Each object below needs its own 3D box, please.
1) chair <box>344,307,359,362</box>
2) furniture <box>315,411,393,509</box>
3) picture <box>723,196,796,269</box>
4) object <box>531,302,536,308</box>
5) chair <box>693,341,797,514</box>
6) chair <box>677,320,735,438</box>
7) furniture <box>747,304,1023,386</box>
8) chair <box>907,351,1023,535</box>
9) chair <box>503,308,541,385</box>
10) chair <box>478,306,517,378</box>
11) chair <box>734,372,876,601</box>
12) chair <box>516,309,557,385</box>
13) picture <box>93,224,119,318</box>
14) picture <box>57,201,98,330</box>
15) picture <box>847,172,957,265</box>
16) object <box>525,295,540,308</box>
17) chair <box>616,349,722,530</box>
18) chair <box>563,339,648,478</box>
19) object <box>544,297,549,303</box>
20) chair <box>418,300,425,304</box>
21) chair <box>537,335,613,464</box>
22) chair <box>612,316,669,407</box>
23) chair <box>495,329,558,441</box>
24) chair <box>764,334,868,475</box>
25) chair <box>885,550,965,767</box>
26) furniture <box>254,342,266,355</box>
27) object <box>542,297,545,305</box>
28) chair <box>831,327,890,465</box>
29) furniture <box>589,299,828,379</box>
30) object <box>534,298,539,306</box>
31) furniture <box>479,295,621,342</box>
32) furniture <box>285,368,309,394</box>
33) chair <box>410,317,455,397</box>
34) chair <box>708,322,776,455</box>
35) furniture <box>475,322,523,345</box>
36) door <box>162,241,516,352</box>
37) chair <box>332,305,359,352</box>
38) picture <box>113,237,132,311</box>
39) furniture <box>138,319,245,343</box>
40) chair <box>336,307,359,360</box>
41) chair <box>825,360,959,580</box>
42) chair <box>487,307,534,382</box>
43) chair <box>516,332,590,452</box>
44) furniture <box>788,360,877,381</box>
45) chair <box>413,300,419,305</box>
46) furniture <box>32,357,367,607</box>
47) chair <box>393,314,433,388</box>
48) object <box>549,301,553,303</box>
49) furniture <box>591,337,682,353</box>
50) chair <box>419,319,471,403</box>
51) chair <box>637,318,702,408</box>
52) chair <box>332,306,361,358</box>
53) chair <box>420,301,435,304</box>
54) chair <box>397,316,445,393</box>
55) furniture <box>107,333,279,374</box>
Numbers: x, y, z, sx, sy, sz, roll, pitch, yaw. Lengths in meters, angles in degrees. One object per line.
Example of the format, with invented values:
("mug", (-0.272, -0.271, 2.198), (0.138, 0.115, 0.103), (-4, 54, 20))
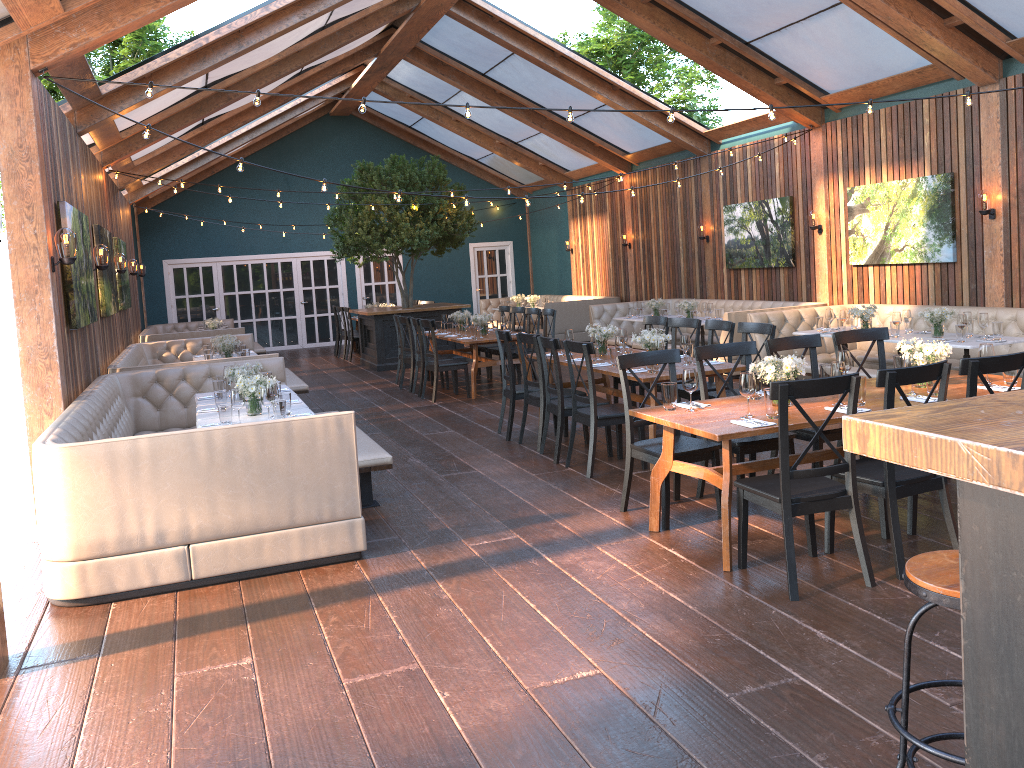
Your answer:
("chair", (-2.918, -0.973, 16.911), (0.540, 1.015, 0.479), (-5, 5, -20))
("furniture", (-1.345, 0.568, 7.110), (0.313, 0.397, 2.338), (-6, 8, -19))
("picture", (3.671, -2.237, 13.247), (0.065, 0.992, 1.657), (-5, 7, -20))
("object", (0.445, -1.575, 17.978), (0.092, 0.157, 0.092), (-7, 6, -33))
("chair", (1.509, 0.259, 5.749), (0.478, 1.015, 0.541), (-5, 5, -20))
("chair", (1.702, -0.040, 7.863), (0.540, 1.015, 0.479), (-5, 5, -15))
("furniture", (4.379, -0.307, 9.165), (1.713, 0.854, 4.176), (-6, 8, -19))
("chair", (2.466, 0.333, 4.756), (0.478, 1.015, 0.541), (-5, 5, -20))
("chair", (0.145, -0.518, 12.120), (0.540, 1.015, 0.479), (-5, 5, -20))
("chair", (-0.239, -0.637, 13.172), (0.540, 1.015, 0.479), (-5, 5, -20))
("chair", (1.417, 0.451, 4.376), (0.478, 1.015, 0.542), (-5, 5, -15))
("chair", (0.337, -0.459, 11.595), (0.540, 1.015, 0.479), (-5, 5, -15))
("picture", (-4.681, -1.296, 10.231), (0.065, 0.992, 1.657), (-5, 7, -20))
("picture", (-3.718, -1.002, 7.614), (0.065, 0.992, 1.657), (-5, 7, -20))
("picture", (4.635, -1.943, 10.630), (0.065, 0.992, 1.657), (-5, 7, -20))
("object", (0.432, -1.736, 18.613), (0.336, 0.308, 0.331), (-1, 6, 22))
("chair", (0.984, 0.318, 5.559), (0.478, 1.015, 0.541), (-6, 5, -25))
("chair", (0.713, 0.152, 6.910), (0.540, 1.015, 0.479), (-5, 5, -20))
("object", (0.702, -1.646, 18.070), (0.092, 0.243, 0.093), (-1, 5, 28))
("chair", (-1.952, -1.163, 17.856), (0.540, 1.015, 0.479), (-5, 5, -20))
("chair", (0.515, 0.094, 7.433), (0.540, 1.015, 0.479), (-5, 5, -14))
("chair", (1.317, -0.158, 8.914), (0.540, 1.015, 0.479), (-5, 5, -20))
("chair", (0.130, -0.023, 8.478), (0.540, 1.015, 0.479), (-5, 5, -12))
("chair", (2.034, 0.200, 5.939), (0.478, 1.015, 0.541), (-6, 5, -25))
("chair", (1.277, 0.869, 2.415), (0.469, 0.731, 0.469), (-7, 6, -32))
("furniture", (-4.980, -0.549, 17.050), (0.313, 0.397, 2.338), (-6, 8, -19))
("object", (0.670, -1.676, 18.303), (0.092, 0.243, 0.093), (-1, 5, 28))
("chair", (2.559, 0.140, 6.129), (0.478, 1.015, 0.541), (-5, 5, -20))
("furniture", (2.827, -0.784, 13.409), (1.713, 0.854, 4.176), (-6, 8, -19))
("object", (0.503, -1.633, 18.066), (0.092, 0.243, 0.093), (-1, 5, 28))
("furniture", (0.754, -1.421, 19.077), (1.713, 0.854, 4.176), (-6, 8, -19))
("furniture", (-2.896, 0.091, 11.351), (0.313, 0.397, 2.338), (-6, 8, -19))
("chair", (-1.052, -0.383, 11.687), (0.540, 1.015, 0.479), (-5, 5, -17))
("chair", (1.894, 0.019, 7.337), (0.540, 1.015, 0.479), (-5, 5, -20))
("furniture", (-0.284, -1.079, 18.749), (0.313, 0.397, 2.338), (-6, 8, -19))
("door", (-3.766, -2.053, 20.867), (8.188, 2.199, 0.174), (-6, 5, -20))
("chair", (-3.479, -1.152, 18.494), (0.540, 1.015, 0.479), (-5, 5, -14))
("picture", (-5.629, -1.584, 12.803), (0.065, 0.992, 1.657), (-5, 7, -20))
("furniture", (-5.998, -0.661, 16.650), (1.713, 0.854, 4.176), (-6, 8, -19))
("chair", (-3.156, -1.027, 17.421), (0.541, 1.015, 0.479), (-6, 5, -25))
("chair", (1.941, 0.392, 4.566), (0.478, 1.015, 0.541), (-6, 5, -25))
("chair", (-0.047, -0.578, 12.645), (0.541, 1.015, 0.479), (-6, 5, -25))
("chair", (0.352, 0.033, 7.955), (0.541, 1.015, 0.479), (-6, 5, -23))
("furniture", (3.350, 0.038, 8.808), (0.313, 0.397, 2.338), (-6, 8, -19))
("chair", (-2.145, -1.222, 18.382), (0.540, 1.015, 0.479), (-5, 5, -15))
("furniture", (-2.367, 0.454, 6.719), (1.713, 0.854, 4.176), (-6, 8, -19))
("chair", (-1.425, -0.503, 12.742), (0.540, 1.015, 0.479), (-5, 5, -15))
("object", (0.796, -1.602, 18.012), (0.092, 0.157, 0.092), (-7, 6, -33))
("furniture", (1.800, -0.438, 13.050), (0.313, 0.397, 2.338), (-6, 8, -19))
("chair", (-0.860, -0.324, 11.161), (0.541, 1.015, 0.479), (-6, 5, -25))
("chair", (1.510, -0.099, 8.388), (0.541, 1.015, 0.479), (-6, 5, -25))
("chair", (-3.362, -1.085, 17.941), (0.540, 1.015, 0.479), (-5, 5, -15))
("chair", (-1.773, -1.100, 17.308), (0.541, 1.015, 0.478), (-7, 6, -37))
("chair", (-1.268, -0.440, 12.205), (0.541, 1.015, 0.479), (-6, 5, -25))
("furniture", (-3.922, -0.023, 10.972), (1.713, 0.854, 4.176), (-6, 8, -19))
